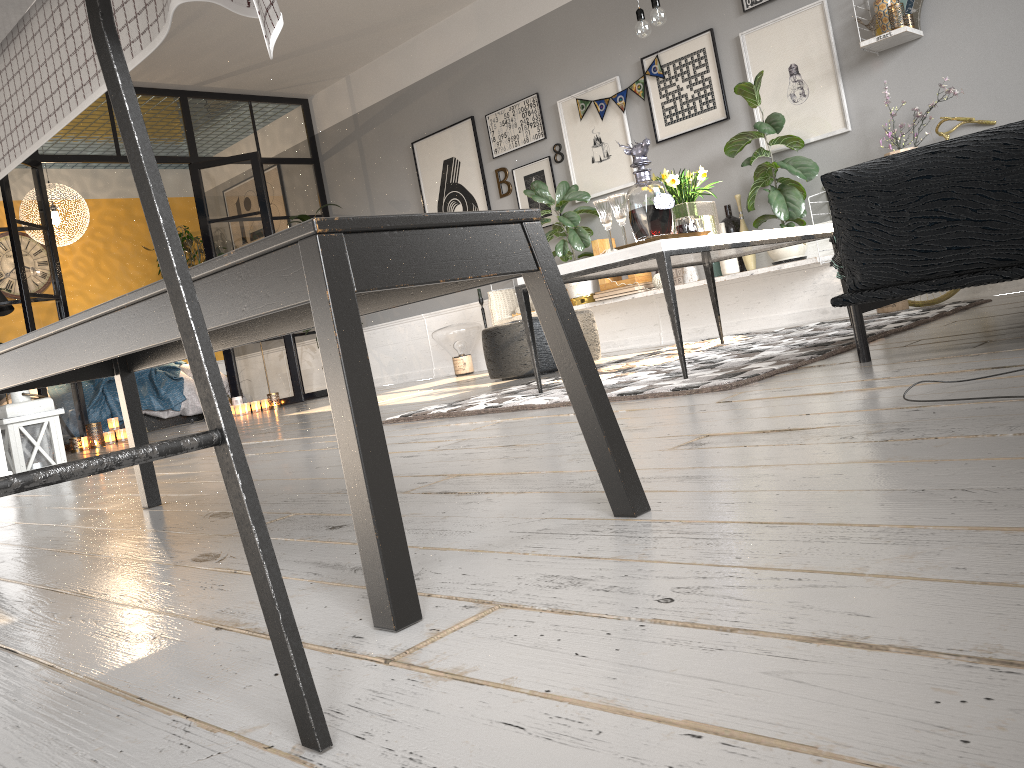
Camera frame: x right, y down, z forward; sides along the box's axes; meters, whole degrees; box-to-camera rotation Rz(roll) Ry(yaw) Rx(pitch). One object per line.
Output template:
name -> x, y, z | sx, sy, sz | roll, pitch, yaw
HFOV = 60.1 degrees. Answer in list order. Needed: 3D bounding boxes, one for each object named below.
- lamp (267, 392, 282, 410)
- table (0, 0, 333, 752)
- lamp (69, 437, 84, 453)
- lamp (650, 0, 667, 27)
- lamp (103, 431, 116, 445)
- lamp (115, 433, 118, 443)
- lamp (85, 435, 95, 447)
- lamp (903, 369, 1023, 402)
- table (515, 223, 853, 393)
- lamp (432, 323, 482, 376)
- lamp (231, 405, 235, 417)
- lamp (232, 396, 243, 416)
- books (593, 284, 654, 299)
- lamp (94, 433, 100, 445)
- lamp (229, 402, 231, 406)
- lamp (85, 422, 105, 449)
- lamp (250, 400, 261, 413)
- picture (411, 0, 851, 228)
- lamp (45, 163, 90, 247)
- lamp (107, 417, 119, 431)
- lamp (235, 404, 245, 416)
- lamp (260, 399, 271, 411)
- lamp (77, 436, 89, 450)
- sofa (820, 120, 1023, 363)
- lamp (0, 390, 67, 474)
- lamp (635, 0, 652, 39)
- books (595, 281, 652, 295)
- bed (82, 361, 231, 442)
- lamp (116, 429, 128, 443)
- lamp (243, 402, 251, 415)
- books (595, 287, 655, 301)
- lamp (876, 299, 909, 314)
lamp -> -2.107, 0.151, 7.834 | 0.107, 0.141, 0.108 | -10, 1, 8
table -> -1.140, 0.040, 1.091 | 2.014, 0.784, 0.938 | -8, 3, 44
lamp -> -3.247, 0.455, 6.592 | 0.084, 0.110, 0.085 | -10, 1, 20
lamp -> -0.133, -2.192, 3.980 | 1.391, 1.537, 0.074 | -10, 0, 13
lamp -> -3.113, 0.419, 6.847 | 0.081, 0.098, 0.080 | -11, 1, -5
lamp -> -3.140, 0.427, 6.960 | 0.069, 0.080, 0.068 | -11, 1, -38
lamp -> -3.238, 0.446, 6.776 | 0.081, 0.098, 0.080 | -11, 1, -5
lamp -> 1.223, -0.894, 1.532 | 1.239, 1.702, 0.684 | -10, 1, 43
table -> 0.807, -0.342, 3.837 | 0.728, 0.511, 1.466 | -9, 4, 45
lamp -> -0.439, -0.293, 7.504 | 0.434, 0.437, 0.431 | -11, 2, -24
lamp -> -2.485, 0.245, 7.799 | 0.080, 0.098, 0.081 | -10, 1, 9
lamp -> -2.438, 0.198, 7.885 | 0.092, 0.166, 0.089 | -11, 0, 11
books -> 0.805, -0.665, 6.332 | 0.382, 0.029, 0.262 | -7, 5, 45
lamp -> -3.299, 0.442, 6.984 | 0.080, 0.106, 0.081 | -10, 1, 44
lamp -> -2.553, 0.212, 7.909 | 0.092, 0.180, 0.091 | -11, 0, -25
lamp -> -3.162, 0.391, 6.711 | 0.114, 0.187, 0.115 | -10, 1, 43
lamp -> -2.266, 0.202, 7.833 | 0.081, 0.098, 0.080 | -11, 1, -5
picture -> -2.027, -1.358, 6.364 | 7.252, 1.794, 4.067 | -8, 4, 45
lamp -> -4.477, -1.872, 8.578 | 0.617, 1.096, 0.616 | -11, 0, -5
lamp -> -3.096, 0.314, 6.876 | 0.081, 0.098, 0.080 | -11, 1, -5
lamp -> -2.374, 0.228, 7.728 | 0.081, 0.098, 0.080 | -11, 1, -5
lamp -> -2.191, 0.185, 7.881 | 0.081, 0.098, 0.080 | -11, 1, -5
lamp -> -3.245, 0.453, 6.684 | 0.081, 0.098, 0.080 | -11, 1, -5
sofa -> 2.019, -0.668, 3.186 | 0.964, 0.797, 2.357 | -9, 3, 44
lamp -> -2.477, 0.243, 4.522 | 0.285, 0.477, 0.288 | -10, 1, 44
lamp -> -0.180, -2.191, 4.110 | 1.391, 1.537, 0.074 | -10, 0, 13
books -> 0.806, -0.688, 6.341 | 0.377, 0.017, 0.230 | -8, 4, 42
bed -> -3.984, 0.134, 8.591 | 2.309, 0.770, 1.911 | -8, 4, 45
lamp -> -3.045, 0.403, 6.907 | 0.081, 0.098, 0.080 | -11, 1, -5
lamp -> -2.351, 0.219, 7.815 | 0.081, 0.098, 0.080 | -11, 1, -5
books -> 0.822, -0.643, 6.327 | 0.366, 0.021, 0.298 | -8, 4, 39
lamp -> 2.041, -0.598, 4.827 | 0.434, 0.437, 0.431 | -11, 1, -15
